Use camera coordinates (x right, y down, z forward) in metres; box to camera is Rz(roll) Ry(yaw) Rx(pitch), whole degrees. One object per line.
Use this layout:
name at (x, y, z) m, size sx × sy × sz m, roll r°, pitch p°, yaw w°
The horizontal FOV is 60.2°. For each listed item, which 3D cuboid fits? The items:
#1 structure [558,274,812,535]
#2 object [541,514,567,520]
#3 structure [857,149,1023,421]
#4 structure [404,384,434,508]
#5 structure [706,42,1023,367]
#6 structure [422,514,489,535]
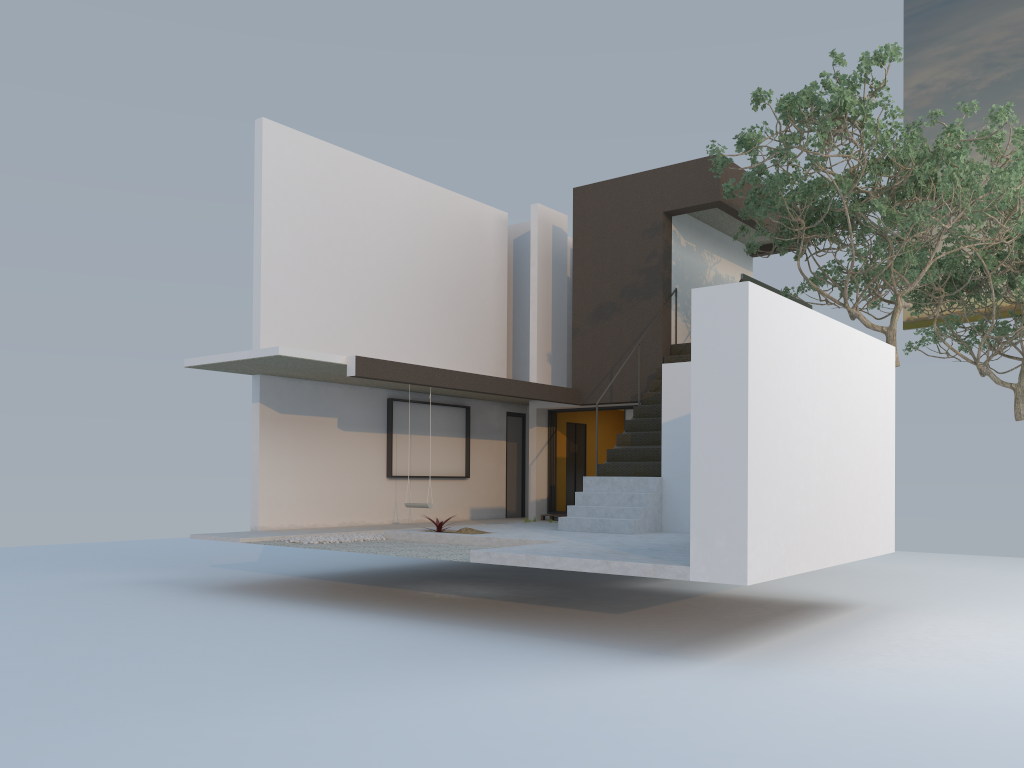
structure at (3.099, 0.257, 14.135) m, size 1.159 × 3.939 × 6.566 m, roll 0°, pitch -4°, yaw 38°
object at (0.906, 2.417, 15.940) m, size 0.704 × 0.100 × 0.351 m, roll -4°, pitch -7°, yaw 38°
structure at (9.544, -1.645, 16.865) m, size 5.510 × 4.693 × 7.329 m, roll -1°, pitch -5°, yaw 18°
structure at (-1.334, 0.854, 12.741) m, size 0.462 × 1.864 × 0.129 m, roll 0°, pitch -1°, yaw 38°
structure at (5.042, -2.070, 12.019) m, size 4.335 × 3.693 × 5.766 m, roll -1°, pitch -5°, yaw 18°
structure at (-0.776, 1.859, 11.499) m, size 1.205 × 0.291 × 0.748 m, roll -4°, pitch -7°, yaw 38°
